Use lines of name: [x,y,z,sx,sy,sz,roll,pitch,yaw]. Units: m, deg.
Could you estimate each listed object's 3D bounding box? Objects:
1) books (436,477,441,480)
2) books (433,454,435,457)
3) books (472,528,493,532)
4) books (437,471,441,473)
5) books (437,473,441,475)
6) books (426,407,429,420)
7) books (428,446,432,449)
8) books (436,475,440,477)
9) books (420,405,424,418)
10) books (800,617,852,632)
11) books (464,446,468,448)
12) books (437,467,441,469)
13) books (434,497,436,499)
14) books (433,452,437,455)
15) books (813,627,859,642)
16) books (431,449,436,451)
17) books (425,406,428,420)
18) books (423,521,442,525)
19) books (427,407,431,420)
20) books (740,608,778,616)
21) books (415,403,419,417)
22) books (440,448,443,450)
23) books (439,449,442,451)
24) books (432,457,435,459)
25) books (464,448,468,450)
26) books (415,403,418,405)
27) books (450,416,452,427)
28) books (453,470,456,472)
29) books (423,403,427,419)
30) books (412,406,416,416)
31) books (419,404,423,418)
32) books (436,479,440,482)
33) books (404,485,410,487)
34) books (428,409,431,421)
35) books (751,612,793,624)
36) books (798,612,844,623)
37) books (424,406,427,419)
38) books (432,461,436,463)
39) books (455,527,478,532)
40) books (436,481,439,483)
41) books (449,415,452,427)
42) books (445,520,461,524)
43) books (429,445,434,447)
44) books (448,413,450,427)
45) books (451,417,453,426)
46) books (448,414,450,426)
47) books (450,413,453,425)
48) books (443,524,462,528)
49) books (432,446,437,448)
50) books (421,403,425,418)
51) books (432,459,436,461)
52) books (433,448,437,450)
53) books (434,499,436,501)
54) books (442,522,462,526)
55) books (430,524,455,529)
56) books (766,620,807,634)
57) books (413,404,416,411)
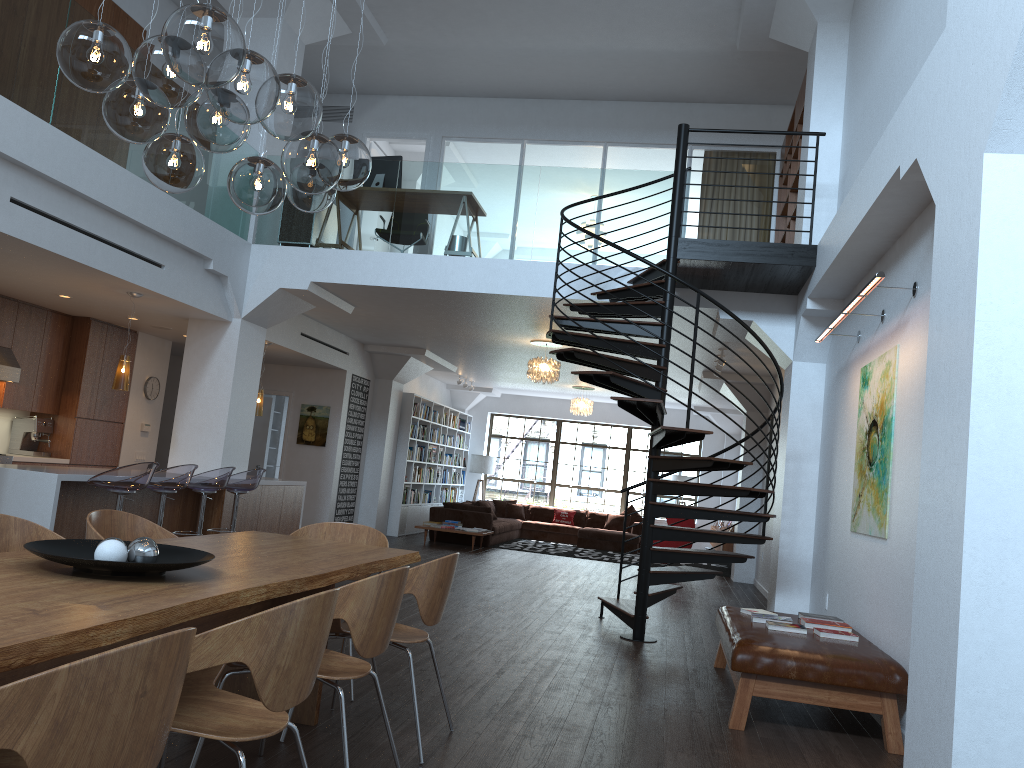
books: [-1.530,1.821,17.203,0.259,0.040,0.180,5,-6,11]
books: [-1.556,1.349,16.787,0.168,0.045,0.231,5,-6,6]
books: [-0.507,2.358,14.351,0.256,0.035,0.350,2,-7,36]
books: [-1.505,1.704,17.198,0.223,0.032,0.161,5,-6,11]
books: [-1.516,1.737,17.189,0.253,0.040,0.183,5,-6,11]
books: [-1.603,0.527,16.002,0.174,0.243,0.085,5,-6,11]
books: [-1.590,1.172,16.411,0.174,0.045,0.240,5,-6,10]
books: [-1.515,1.778,17.192,0.231,0.044,0.168,5,-6,6]
books: [-1.666,0.486,15.670,0.174,0.242,0.105,5,-6,11]
books: [1.989,1.531,5.621,0.283,0.043,0.197,5,-6,10]
books: [-1.113,1.349,19.139,0.284,0.033,0.197,3,-7,26]
books: [-1.487,1.619,17.191,0.185,0.041,0.129,3,-7,25]
books: [-1.612,2.186,17.118,0.254,0.032,0.174,4,-6,16]
books: [-1.544,1.307,16.786,0.183,0.042,0.253,5,-6,11]
books: [1.933,1.496,5.296,0.224,0.036,0.161,6,-6,5]
books: [-1.553,1.244,16.826,0.223,0.027,0.161,6,-6,0]
books: [-1.614,0.513,15.917,0.182,0.253,0.098,5,-6,11]
books: [-1.292,2.286,14.510,0.241,0.045,0.334,5,-6,12]
books: [-1.586,0.533,16.103,0.182,0.255,0.077,5,-6,11]
books: [1.659,1.540,5.965,0.161,0.031,0.223,7,-6,-11]
books: [-1.721,0.444,15.382,0.170,0.251,0.118,5,-6,11]
books: [-1.465,1.242,17.143,0.224,0.030,0.161,4,-6,21]
books: [-1.469,1.270,17.132,0.223,0.031,0.161,5,-6,11]
books: [-1.576,1.389,16.771,0.180,0.042,0.259,5,-6,11]
books: [-1.117,1.383,19.135,0.284,0.035,0.197,1,-8,41]
books: [-1.730,0.440,15.339,0.159,0.248,0.089,5,-6,11]
books: [-1.299,0.751,17.755,0.161,0.223,0.027,5,-6,11]
books: [-1.294,1.784,18.286,0.223,0.031,0.161,5,-6,11]
books: [-1.647,0.481,15.821,0.197,0.290,0.136,5,-6,11]
books: [-1.758,0.445,15.211,0.167,0.210,0.162,5,-6,11]
books: [-1.679,0.476,15.619,0.170,0.251,0.118,5,-6,11]
books: [-1.534,1.856,17.175,0.251,0.037,0.160,4,-6,16]
books: [-1.877,1.729,15.113,0.223,0.027,0.161,4,-6,20]
books: [-1.584,0.551,16.172,0.167,0.233,0.077,5,-6,11]
books: [1.652,1.500,5.644,0.247,0.040,0.185,5,-6,14]
books: [2.064,1.573,5.929,0.254,0.044,0.183,5,-6,6]
books: [-1.623,0.511,15.885,0.159,0.248,0.089,5,-6,11]
books: [-1.557,1.471,16.764,0.171,0.039,0.246,5,-6,11]
books: [-0.719,2.302,14.044,0.231,0.040,0.342,11,-8,-39]
books: [-1.537,1.893,17.168,0.246,0.038,0.171,5,-6,11]
books: [-1.305,0.734,17.715,0.171,0.246,0.057,5,-6,11]
books: [-0.964,2.258,14.517,0.224,0.027,0.157,4,-6,16]
books: [-1.582,1.133,16.391,0.223,0.027,0.161,4,-6,20]
books: [-1.308,0.694,17.581,0.140,0.298,0.044,5,-6,11]
books: [-1.286,0.760,17.834,0.161,0.223,0.026,5,-6,11]
books: [-1.337,0.711,17.533,0.189,0.247,0.057,5,-6,11]
books: [-1.291,0.722,17.799,0.176,0.290,0.053,5,-6,11]
books: [-0.971,2.324,14.508,0.312,0.037,0.216,6,-6,1]
books: [-1.521,1.187,16.814,0.129,0.043,0.185,3,-7,25]
books: [-1.654,0.472,15.759,0.176,0.293,0.125,5,-6,11]
books: [-1.556,1.431,16.767,0.160,0.039,0.251,4,-6,16]
books: [-1.531,1.220,16.816,0.144,0.024,0.208,4,-6,16]
books: [-1.612,2.218,17.111,0.284,0.033,0.197,6,-6,-4]
books: [-0.971,2.289,14.516,0.279,0.035,0.191,4,-6,21]
books: [-1.111,2.271,14.128,0.236,0.035,0.340,2,-7,36]
books: [1.662,1.474,5.374,0.224,0.032,0.161,5,-6,11]
books: [-1.765,0.431,15.121,0.182,0.215,0.188,5,-6,11]
